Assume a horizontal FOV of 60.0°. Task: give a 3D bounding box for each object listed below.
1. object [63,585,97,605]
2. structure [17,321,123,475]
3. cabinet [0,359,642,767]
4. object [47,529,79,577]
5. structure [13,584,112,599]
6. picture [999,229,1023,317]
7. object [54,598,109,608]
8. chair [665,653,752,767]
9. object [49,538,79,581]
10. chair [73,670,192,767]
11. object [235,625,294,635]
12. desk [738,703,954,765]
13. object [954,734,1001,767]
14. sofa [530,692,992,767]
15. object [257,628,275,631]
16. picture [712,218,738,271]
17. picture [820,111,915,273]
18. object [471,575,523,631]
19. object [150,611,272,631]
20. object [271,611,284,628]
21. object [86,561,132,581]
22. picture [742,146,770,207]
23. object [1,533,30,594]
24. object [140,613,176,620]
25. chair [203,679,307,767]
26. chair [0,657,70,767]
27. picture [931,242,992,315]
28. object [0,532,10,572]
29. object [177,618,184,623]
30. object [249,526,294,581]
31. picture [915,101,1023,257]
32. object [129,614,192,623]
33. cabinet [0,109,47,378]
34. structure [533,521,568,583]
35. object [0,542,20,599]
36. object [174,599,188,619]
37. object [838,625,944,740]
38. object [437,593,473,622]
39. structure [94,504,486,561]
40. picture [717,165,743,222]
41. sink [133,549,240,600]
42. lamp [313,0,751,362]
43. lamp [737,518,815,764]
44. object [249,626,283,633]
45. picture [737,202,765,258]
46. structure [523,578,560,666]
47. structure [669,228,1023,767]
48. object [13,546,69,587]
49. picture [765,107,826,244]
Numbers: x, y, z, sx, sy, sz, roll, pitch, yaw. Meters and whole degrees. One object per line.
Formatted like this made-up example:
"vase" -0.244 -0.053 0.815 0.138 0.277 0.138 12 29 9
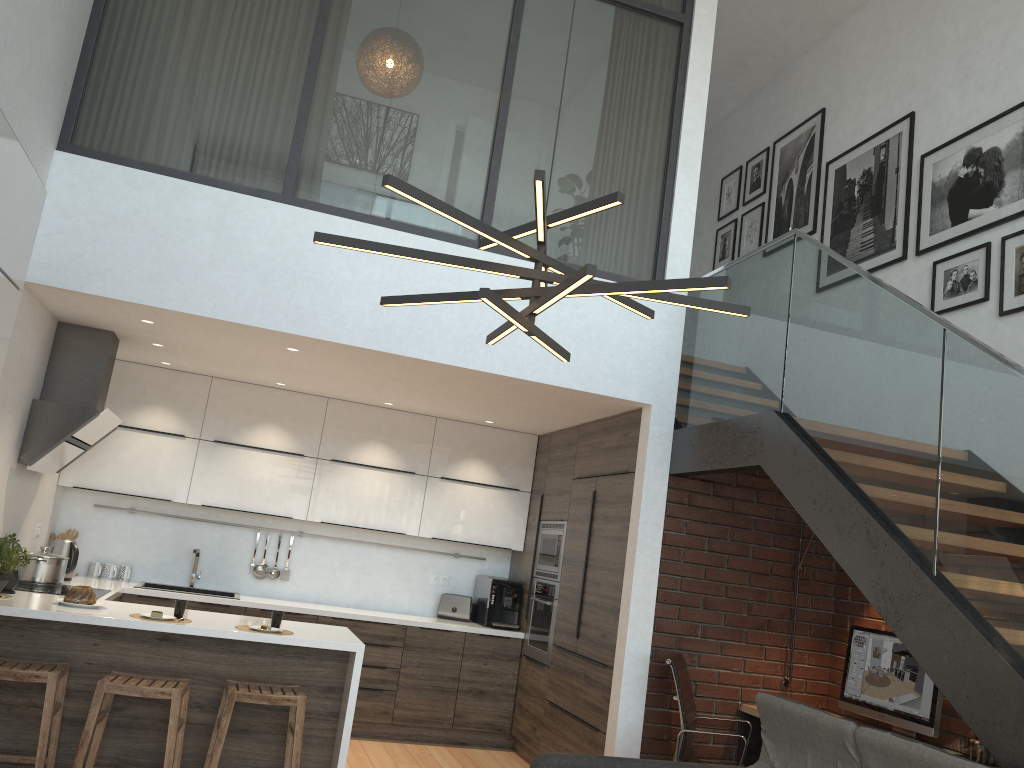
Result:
"object" -2.239 1.100 4.607 0.155 0.101 0.161 12 -12 -20
"structure" -2.610 0.066 5.408 0.407 0.998 0.898 11 -11 -16
"cabinet" -1.289 1.148 5.759 3.495 2.401 2.401 11 -11 -16
"object" -3.160 1.177 6.240 0.221 0.316 0.330 11 -11 -16
"structure" -2.683 1.203 5.209 0.550 0.006 0.609 11 -11 -16
"picture" 2.634 -0.590 4.510 0.022 0.440 0.358 11 -11 -16
"object" -2.231 1.138 4.592 0.261 0.021 0.261 12 -12 -21
"chair" 1.104 2.006 4.740 0.700 0.991 0.651 4 -11 18
"object" -2.972 1.152 5.853 0.179 0.270 0.220 14 -12 -28
"chair" -1.769 1.692 4.141 0.450 0.600 0.350 10 -11 -11
"object" -1.296 1.289 4.645 0.304 0.002 0.304 5 -11 16
"desk" 1.878 2.131 4.176 0.610 0.750 2.182 11 -11 -16
"object" 2.171 1.692 4.113 0.149 0.160 0.252 9 -11 -7
"sofa" 0.540 1.416 2.098 2.108 0.995 3.169 11 -11 -15
"object" -1.251 1.268 4.562 0.126 0.012 0.025 7 -11 3
"picture" 1.850 -1.194 7.694 0.025 0.410 0.333 11 -11 -16
"picture" 2.346 -1.181 5.920 0.025 0.990 0.871 11 -11 -16
"object" -0.110 1.724 7.015 0.274 0.378 0.532 11 -11 -16
"object" -1.536 1.213 4.544 0.597 0.039 0.064 12 -12 -19
"object" -1.257 1.263 4.731 0.066 0.093 0.066 18 -15 -42
"object" -2.912 1.355 6.418 0.297 0.105 0.112 11 -11 -14
"picture" 2.037 -1.725 7.398 0.025 0.410 0.333 11 -11 -16
"object" -2.684 0.952 4.727 0.179 0.311 0.172 9 -11 -5
"object" -1.795 1.182 4.497 0.176 0.014 0.176 13 -12 -25
"chair" -1.268 1.805 4.364 0.450 0.600 0.350 12 -11 -18
"chair" -2.340 1.605 4.105 0.450 0.600 0.350 11 -11 -16
"picture" 2.506 -0.578 4.956 0.025 0.333 0.410 11 -11 -16
"object" -2.567 0.864 4.339 0.186 0.367 0.196 11 -11 -16
"object" -1.687 1.202 4.511 0.025 0.011 0.126 10 -11 -12
"object" -1.839 1.305 6.794 0.320 0.389 0.069 11 -11 -14
"picture" 2.623 -1.155 4.925 0.025 0.654 0.990 11 -11 -16
"object" -1.795 1.198 4.535 0.305 0.002 0.305 -2 -15 42
"cabinet" -1.438 0.170 1.089 0.338 2.494 4.036 11 -11 -16
"structure" 0.492 1.268 6.595 0.459 0.430 0.595 11 -11 -16
"object" -2.634 0.937 4.537 0.221 0.283 0.211 8 -11 -3
"object" -1.734 1.176 4.628 0.066 0.093 0.066 4 -12 19
"object" 1.909 1.571 4.669 0.431 0.535 0.716 11 -11 -15
"object" -0.448 1.777 7.059 0.260 0.195 0.177 7 -11 4
"structure" -1.637 1.165 6.887 3.000 0.045 0.050 11 -11 -16
"picture" 1.916 -1.669 7.787 0.025 0.410 0.333 11 -11 -16
"sink" -2.302 1.447 6.345 0.706 0.518 0.512 11 -11 -16
"lamp" 0.294 -1.907 2.714 1.200 3.645 0.831 9 -11 -6
"lamp" 1.840 1.622 4.900 0.462 2.003 1.054 15 -13 -31
"object" -1.279 1.276 4.606 0.176 0.014 0.176 10 -11 -11
"picture" 1.971 -1.254 7.306 0.025 0.410 0.333 11 -11 -16
"structure" 0.407 1.751 6.495 0.495 0.570 0.595 11 -11 -16
"structure" 1.877 0.954 4.063 1.289 3.460 5.660 11 -11 -16
"object" -2.828 1.087 5.325 0.288 0.223 0.315 3 -12 25
"picture" 2.163 -1.527 6.806 0.025 0.990 0.654 11 -11 -16
